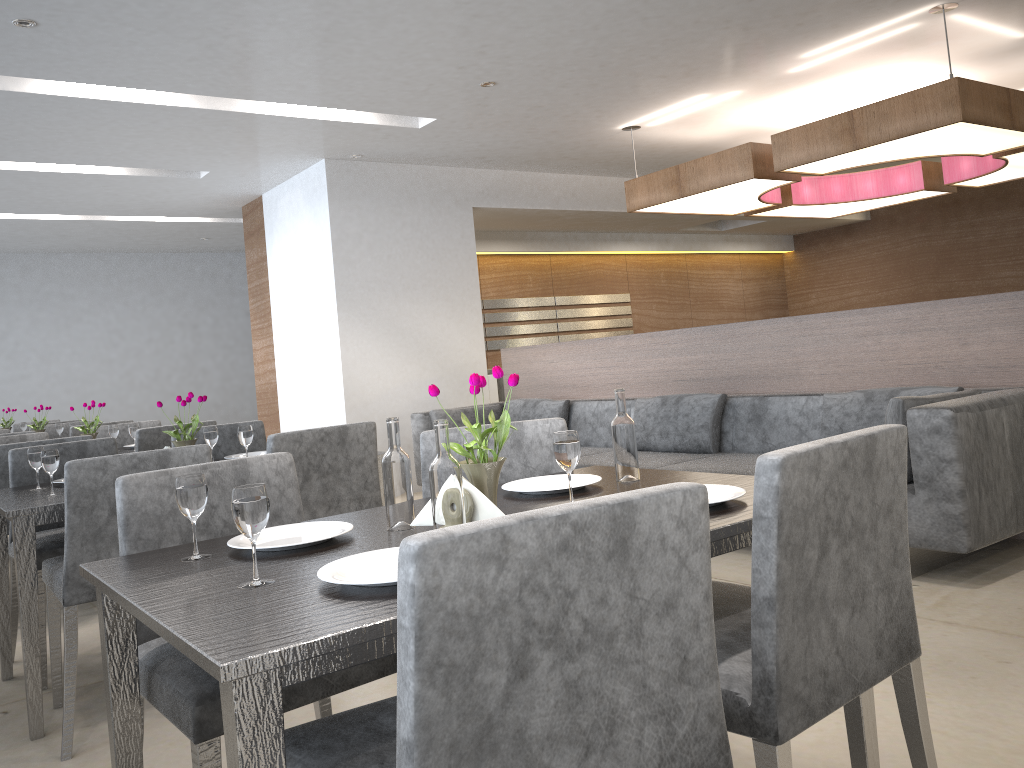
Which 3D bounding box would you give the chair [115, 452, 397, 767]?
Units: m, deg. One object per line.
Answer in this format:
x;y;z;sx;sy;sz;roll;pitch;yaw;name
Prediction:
-0.460;0.538;1.677;0.478;0.765;0.489;-4;-2;-41;chair

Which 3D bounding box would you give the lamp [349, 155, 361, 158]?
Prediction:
-1.141;-1.658;6.441;0.089;0.007;0.089;-5;2;9;lamp

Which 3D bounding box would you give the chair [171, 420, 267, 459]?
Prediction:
-1.083;0.546;3.496;0.478;0.765;0.489;-4;-2;-31;chair

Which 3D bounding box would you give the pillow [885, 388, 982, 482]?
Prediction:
1.614;0.187;3.393;0.576;0.325;0.150;-6;-2;-36;pillow

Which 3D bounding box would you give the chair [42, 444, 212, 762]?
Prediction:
-1.102;0.572;2.603;0.478;0.765;0.489;-4;-2;-31;chair

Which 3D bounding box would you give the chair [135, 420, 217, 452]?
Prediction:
-1.693;0.580;4.326;0.478;0.765;0.489;-4;-2;-41;chair

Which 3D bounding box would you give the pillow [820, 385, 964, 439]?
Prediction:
1.607;0.177;3.806;0.181;0.321;0.635;-4;0;-36;pillow

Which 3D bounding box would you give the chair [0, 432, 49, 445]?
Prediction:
-2.513;0.649;4.551;0.478;0.765;0.489;-4;-2;-41;chair

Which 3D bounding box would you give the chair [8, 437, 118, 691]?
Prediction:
-1.529;0.595;3.182;0.478;0.765;0.489;-4;-2;-41;chair

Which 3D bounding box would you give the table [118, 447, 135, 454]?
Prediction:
-2.078;0.675;4.420;1.192;0.636;0.774;-6;0;-36;table

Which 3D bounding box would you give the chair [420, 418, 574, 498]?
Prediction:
0.009;0.486;2.007;0.477;0.765;0.490;-5;-2;-6;chair

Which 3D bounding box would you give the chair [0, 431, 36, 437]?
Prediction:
-3.080;0.679;5.353;0.478;0.765;0.489;-4;-2;-31;chair

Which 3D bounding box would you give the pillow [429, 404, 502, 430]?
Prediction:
-0.268;0.297;5.997;0.561;0.307;0.187;-6;-1;-35;pillow

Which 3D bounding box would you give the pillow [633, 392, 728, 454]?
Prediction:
0.886;0.216;4.808;0.181;0.321;0.635;-4;0;-36;pillow

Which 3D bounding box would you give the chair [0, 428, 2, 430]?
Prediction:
-4.115;0.736;6.792;0.478;0.765;0.489;-4;-2;-31;chair

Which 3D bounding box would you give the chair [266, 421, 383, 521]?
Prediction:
-0.710;0.526;2.958;0.478;0.765;0.489;-4;-2;-41;chair

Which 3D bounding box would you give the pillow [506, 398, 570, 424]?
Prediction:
0.145;0.257;5.839;0.181;0.321;0.635;-4;0;-36;pillow

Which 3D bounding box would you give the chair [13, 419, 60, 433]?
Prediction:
-4.096;0.710;7.685;0.478;0.765;0.489;-4;-2;-31;chair

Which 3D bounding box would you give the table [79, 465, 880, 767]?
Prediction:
-0.015;0.563;1.551;1.192;0.636;0.774;-6;0;-36;table

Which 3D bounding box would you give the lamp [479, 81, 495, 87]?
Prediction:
-0.142;-1.712;5.052;0.089;0.007;0.089;-5;2;9;lamp

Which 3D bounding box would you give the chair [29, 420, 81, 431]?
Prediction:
-3.722;0.690;7.148;0.478;0.765;0.489;-4;-2;-41;chair

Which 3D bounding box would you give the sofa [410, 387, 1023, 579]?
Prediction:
0.745;0.412;4.731;0.838;0.630;3.782;-5;1;-36;sofa

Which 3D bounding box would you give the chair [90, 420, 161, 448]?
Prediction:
-2.067;0.599;4.864;0.478;0.765;0.489;-4;-2;-31;chair

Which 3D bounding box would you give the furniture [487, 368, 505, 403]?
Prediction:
2.614;0.035;8.034;5.663;0.856;4.238;-6;2;-36;furniture

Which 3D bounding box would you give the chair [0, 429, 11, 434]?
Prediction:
-3.507;0.703;5.933;0.478;0.765;0.489;-4;-2;-41;chair

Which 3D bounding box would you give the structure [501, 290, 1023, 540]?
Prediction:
1.146;0.174;5.052;0.224;1.010;3.757;-3;0;-36;structure

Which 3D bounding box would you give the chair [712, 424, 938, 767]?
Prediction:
0.370;0.467;1.457;0.478;0.765;0.489;-4;-2;-41;chair

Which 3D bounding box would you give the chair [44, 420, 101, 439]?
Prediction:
-3.061;0.654;6.246;0.478;0.765;0.489;-4;-2;-31;chair

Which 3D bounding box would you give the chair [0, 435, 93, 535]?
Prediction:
-2.086;0.625;3.971;0.478;0.765;0.489;-4;-2;-31;chair

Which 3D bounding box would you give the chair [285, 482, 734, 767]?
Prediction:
-0.022;0.513;1.101;0.478;0.765;0.489;-4;-2;-31;chair

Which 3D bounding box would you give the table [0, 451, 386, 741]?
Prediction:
-1.095;0.622;3.052;1.192;0.636;0.774;-6;0;-36;table

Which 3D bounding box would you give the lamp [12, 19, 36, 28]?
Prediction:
-2.032;-1.501;3.680;0.089;0.007;0.089;-5;2;9;lamp

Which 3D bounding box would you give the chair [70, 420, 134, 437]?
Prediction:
-2.687;0.634;5.709;0.478;0.765;0.489;-4;-2;-41;chair
